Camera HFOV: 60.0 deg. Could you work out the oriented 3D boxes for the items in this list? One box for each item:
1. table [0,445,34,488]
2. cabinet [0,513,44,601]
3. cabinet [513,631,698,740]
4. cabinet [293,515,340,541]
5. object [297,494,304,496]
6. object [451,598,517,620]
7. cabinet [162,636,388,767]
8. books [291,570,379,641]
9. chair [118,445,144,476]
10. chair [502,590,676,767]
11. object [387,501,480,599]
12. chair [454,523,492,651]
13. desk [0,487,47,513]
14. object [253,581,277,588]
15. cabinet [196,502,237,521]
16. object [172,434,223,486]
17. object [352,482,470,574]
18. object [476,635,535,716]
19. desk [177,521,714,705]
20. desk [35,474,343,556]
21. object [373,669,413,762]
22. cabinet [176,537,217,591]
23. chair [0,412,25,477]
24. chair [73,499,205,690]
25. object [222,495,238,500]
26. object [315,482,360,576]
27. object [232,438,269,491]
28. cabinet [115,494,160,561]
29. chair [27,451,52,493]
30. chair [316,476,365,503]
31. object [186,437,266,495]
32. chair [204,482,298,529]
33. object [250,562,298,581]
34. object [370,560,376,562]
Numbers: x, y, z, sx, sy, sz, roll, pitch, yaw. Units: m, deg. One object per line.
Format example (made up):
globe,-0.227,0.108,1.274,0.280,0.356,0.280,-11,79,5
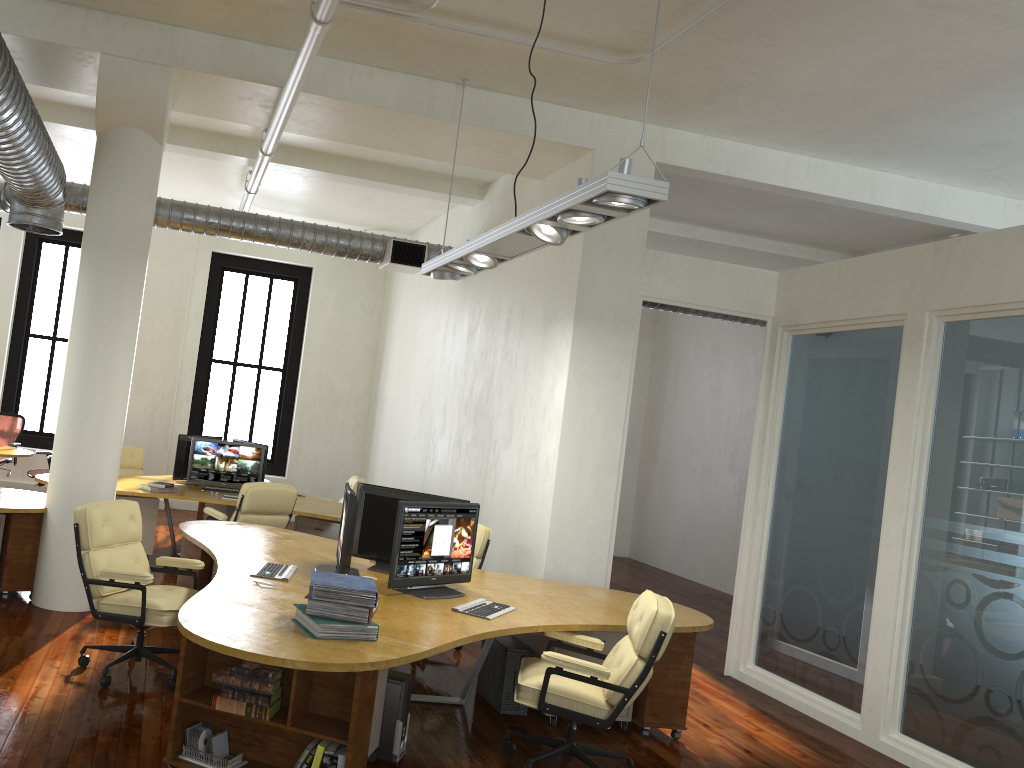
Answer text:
table,-6.752,1.143,10.989,1.547,0.744,1.421,7,-3,10
cabinet,-4.243,1.259,6.996,0.808,0.708,0.970,9,-3,-39
cabinet,0.537,1.821,5.861,0.851,0.708,0.926,8,-3,-16
cabinet,-1.756,1.715,9.228,0.951,0.708,0.827,6,-3,19
object,-2.637,1.271,10.420,0.209,0.016,0.520,10,-4,-37
object,-0.154,1.288,5.090,0.247,0.016,0.440,6,-4,22
cabinet,-1.043,1.521,4.286,0.935,0.708,0.842,7,-3,14
books,-0.827,1.041,4.174,0.412,0.226,0.464,8,-3,-5
chair,-4.638,1.258,10.594,0.649,1.020,0.857,9,-3,-41
chair,0.391,1.577,4.731,0.812,1.020,0.690,7,-2,9
object,-0.459,0.995,5.398,0.320,0.552,0.731,5,-3,38
chair,-0.682,1.579,7.186,0.789,1.020,0.705,5,-3,44
desk,-5.673,1.019,6.423,3.776,0.733,3.600,6,-4,22
object,-1.386,1.120,4.967,0.102,0.015,0.145,9,-4,-29
cabinet,-3.564,1.597,11.274,0.861,0.708,0.916,8,-3,-11
object,-3.563,0.858,10.057,0.314,0.552,0.747,6,-3,21
object,-0.702,0.996,5.975,0.866,0.552,0.271,6,-2,22
object,-0.055,1.893,5.855,0.171,0.411,0.504,8,-3,-20
desk,-1.124,1.587,5.924,3.855,0.733,3.512,4,-5,45
desk,-3.275,1.555,10.234,3.795,0.733,3.600,8,-3,-10
object,-0.793,1.731,4.739,0.508,0.411,0.170,6,-2,17
cabinet,-1.944,1.545,6.733,0.979,0.708,0.800,5,-4,44
chair,-6.938,0.968,11.961,0.715,1.157,0.774,7,-2,-8
chair,-2.286,1.268,5.464,0.824,1.020,0.679,7,-2,14
object,-2.724,1.181,9.069,0.473,0.016,0.231,8,-3,-3
object,-1.073,0.927,5.627,0.285,0.552,0.823,8,-3,-10
object,-3.023,0.933,10.135,0.264,0.552,0.887,9,-3,-42
cabinet,-4.170,1.387,9.037,0.806,0.708,0.972,10,-4,-41
chair,-7.923,0.648,8.675,1.042,1.156,7.163,5,-4,42
chair,-2.225,1.579,10.677,0.759,1.020,0.738,8,-2,-11
object,-3.086,0.892,9.572,0.764,0.552,0.307,8,-2,-18
chair,-2.564,1.410,8.532,0.858,1.020,0.647,5,-3,44
object,-1.445,1.136,5.406,0.229,0.016,0.476,8,-3,-5
object,-0.751,1.279,6.289,0.504,0.016,0.216,6,-3,17
